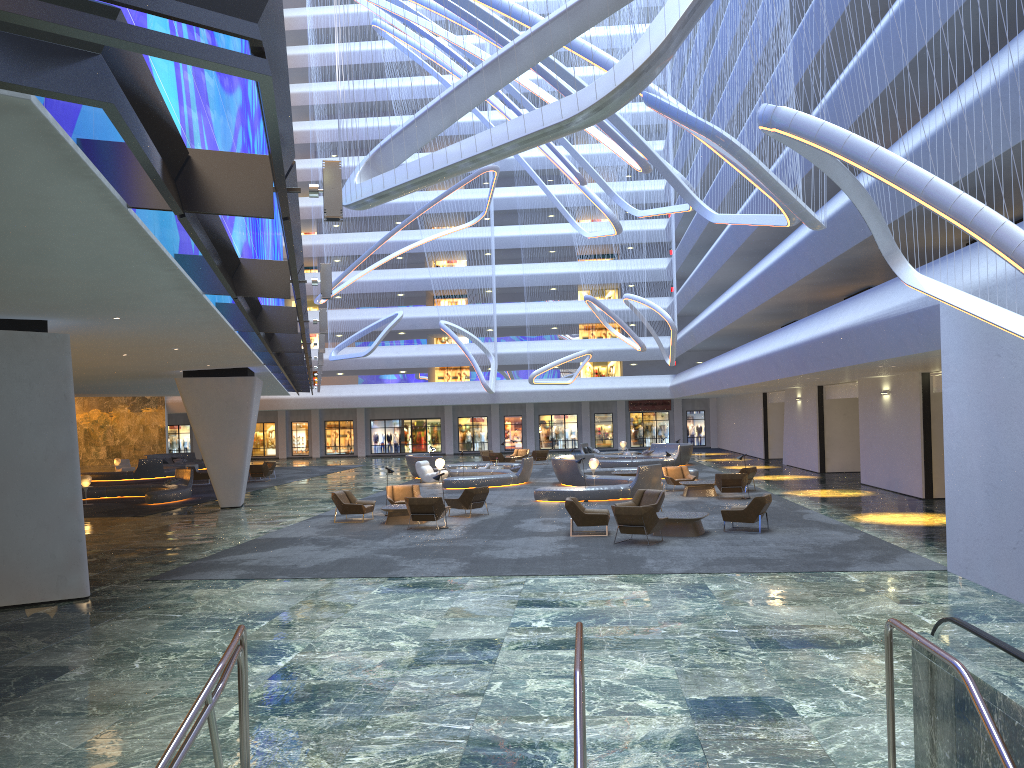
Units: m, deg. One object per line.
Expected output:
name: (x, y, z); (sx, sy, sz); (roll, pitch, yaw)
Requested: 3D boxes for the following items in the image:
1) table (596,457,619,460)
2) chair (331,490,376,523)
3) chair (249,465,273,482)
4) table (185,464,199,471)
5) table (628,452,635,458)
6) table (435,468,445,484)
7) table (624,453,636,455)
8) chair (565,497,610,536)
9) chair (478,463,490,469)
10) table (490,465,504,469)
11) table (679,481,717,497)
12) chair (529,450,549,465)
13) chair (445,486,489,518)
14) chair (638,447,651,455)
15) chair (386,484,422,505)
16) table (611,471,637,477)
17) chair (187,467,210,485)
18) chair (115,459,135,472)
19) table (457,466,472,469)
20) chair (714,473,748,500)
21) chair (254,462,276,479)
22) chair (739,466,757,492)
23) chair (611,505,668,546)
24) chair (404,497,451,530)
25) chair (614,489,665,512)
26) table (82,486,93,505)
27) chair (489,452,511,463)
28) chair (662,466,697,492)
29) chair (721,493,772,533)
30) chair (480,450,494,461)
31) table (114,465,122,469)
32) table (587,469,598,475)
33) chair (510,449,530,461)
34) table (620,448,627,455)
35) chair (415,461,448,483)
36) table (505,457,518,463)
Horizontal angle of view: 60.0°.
table: (4.657, 3.828, 43.601); (1.203, 0.392, 1.204); (-2, -2, 5)
chair: (-4.039, 3.109, 22.550); (0.939, 0.766, 0.929); (-2, -1, 13)
chair: (-11.101, 3.912, 38.988); (0.929, 0.766, 0.939); (-2, -1, 3)
table: (-17.674, 4.641, 48.974); (0.671, 0.406, 0.674); (0, -2, -41)
table: (6.002, 3.710, 44.479); (0.418, 0.595, 0.428); (-2, -1, 1)
table: (-2.805, 3.579, 34.383); (0.418, 0.595, 0.428); (-1, -1, -21)
table: (6.343, 3.938, 47.855); (0.671, 0.406, 0.674); (-2, -2, 1)
chair: (1.617, 2.817, 18.875); (0.939, 0.766, 0.930); (-2, -1, 7)
chair: (-1.720, 3.792, 39.181); (1.784, 0.501, 0.586); (0, -2, -31)
table: (-0.586, 3.800, 38.969); (0.673, 0.406, 0.671); (-1, -2, -33)
table: (5.697, 3.182, 26.912); (1.203, 0.392, 1.204); (-2, -2, 4)
chair: (1.435, 3.846, 46.558); (0.929, 0.766, 0.939); (-1, -1, -17)
chair: (-1.126, 3.046, 23.005); (0.939, 0.766, 0.929); (-3, -2, 38)
chair: (7.170, 3.681, 46.361); (0.939, 0.766, 0.929); (-3, -2, 38)
chair: (-2.904, 3.126, 23.839); (0.929, 0.766, 0.939); (-1, -1, -12)
table: (4.242, 3.425, 32.378); (1.203, 0.392, 1.204); (-2, -2, 5)
chair: (-13.546, 3.954, 38.319); (0.938, 0.766, 0.930); (-1, -1, -24)
chair: (-20.166, 4.370, 46.193); (0.728, 0.882, 1.158); (-1, -2, -41)
table: (-2.094, 3.836, 38.816); (0.674, 0.406, 0.671); (-2, -2, 24)
chair: (6.322, 2.935, 25.568); (0.929, 0.766, 0.939); (-2, -1, 11)
chair: (-11.438, 3.993, 40.924); (0.930, 0.766, 0.938); (-3, -2, 43)
chair: (7.177, 3.000, 27.956); (0.939, 0.766, 0.929); (-3, -2, 38)
chair: (2.480, 2.739, 17.390); (0.930, 0.766, 0.938); (-2, -2, 32)
chair: (-1.981, 2.981, 20.617); (0.929, 0.766, 0.939); (-2, -1, 11)
chair: (2.971, 2.833, 20.299); (0.938, 0.766, 0.930); (-1, -2, -34)
table: (-14.161, 3.711, 29.480); (0.427, 0.595, 0.418); (-2, -1, 4)
chair: (-0.639, 3.849, 45.098); (0.938, 0.766, 0.930); (0, -2, -44)
chair: (5.398, 3.080, 28.789); (0.929, 0.766, 0.939); (-1, -1, -12)
chair: (4.964, 2.720, 18.731); (0.939, 0.766, 0.929); (-2, -2, 29)
chair: (-1.209, 3.967, 47.864); (0.929, 0.766, 0.939); (0, -2, -42)
table: (-20.192, 4.461, 45.256); (0.418, 0.595, 0.428); (-2, -1, 4)
table: (2.880, 3.314, 31.446); (0.418, 0.595, 0.428); (-2, -1, 4)
chair: (0.461, 3.936, 48.264); (0.930, 0.766, 0.939); (-2, -1, 23)
table: (6.194, 3.881, 49.247); (0.418, 0.595, 0.428); (-1, -1, -41)
chair: (-3.178, 3.497, 35.245); (1.157, 0.882, 0.729); (-2, -1, 24)
table: (-0.375, 4.076, 46.560); (1.204, 0.392, 1.203); (-3, -3, 40)
